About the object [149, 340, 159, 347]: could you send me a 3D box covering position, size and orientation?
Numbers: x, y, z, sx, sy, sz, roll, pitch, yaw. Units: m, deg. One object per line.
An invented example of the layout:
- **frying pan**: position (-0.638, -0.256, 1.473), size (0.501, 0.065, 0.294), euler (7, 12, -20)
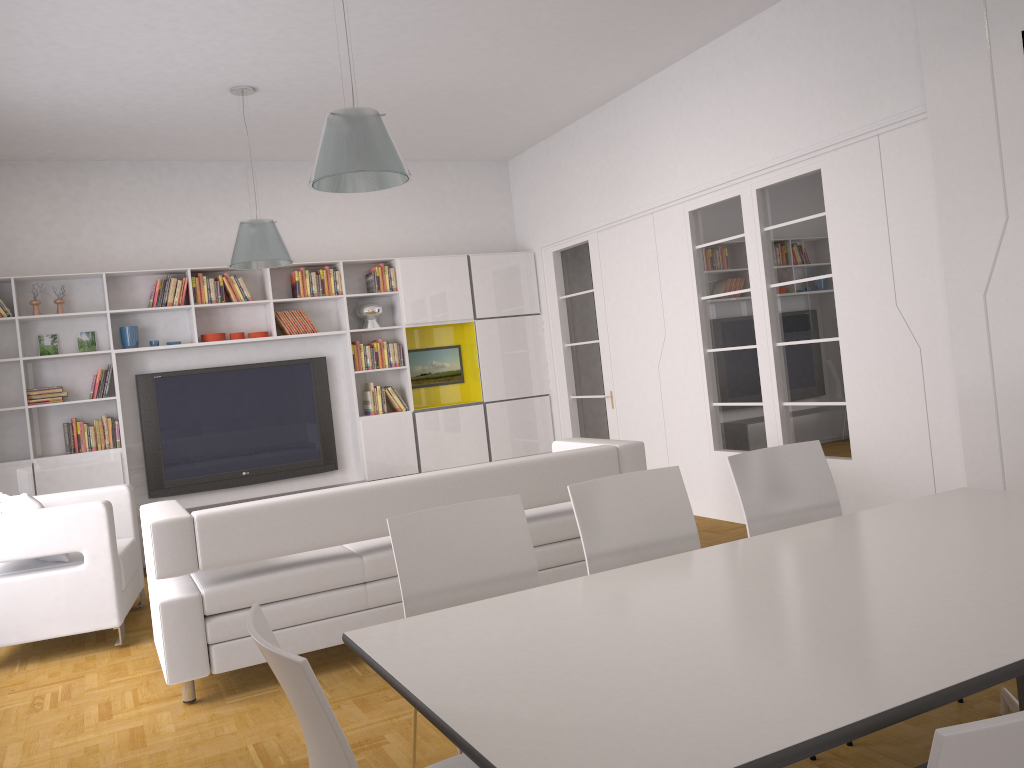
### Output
- **object**: position (-3.072, -0.342, 7.619), size (0.078, 0.056, 0.078), euler (-6, 1, 0)

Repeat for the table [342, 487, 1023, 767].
- **table**: position (0.933, 0.864, 2.298), size (2.413, 0.722, 1.210), euler (-7, 1, -26)

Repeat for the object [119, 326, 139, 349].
- **object**: position (-3.249, -0.390, 7.537), size (0.147, 0.192, 0.147), euler (-7, 1, -36)

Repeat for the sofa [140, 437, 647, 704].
- **sofa**: position (-0.550, 0.888, 4.823), size (2.625, 0.848, 0.822), euler (-7, 1, -26)

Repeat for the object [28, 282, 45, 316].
- **object**: position (-3.894, -0.687, 7.282), size (0.121, 0.279, 0.179), euler (-6, 1, -20)

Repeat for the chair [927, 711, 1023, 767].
- **chair**: position (0.627, 0.822, 1.291), size (0.561, 0.931, 0.575), euler (-6, 1, -26)

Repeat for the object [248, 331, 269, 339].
- **object**: position (-2.286, -0.436, 7.991), size (0.182, 0.054, 0.182), euler (-7, 2, -29)

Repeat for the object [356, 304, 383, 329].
- **object**: position (-1.350, -0.638, 8.463), size (0.257, 0.239, 0.257), euler (-6, 1, -18)

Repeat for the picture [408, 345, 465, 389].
- **picture**: position (-0.776, -0.171, 8.864), size (0.609, 0.388, 0.007), euler (-7, 0, -26)

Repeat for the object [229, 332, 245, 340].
- **object**: position (-2.456, -0.420, 7.930), size (0.129, 0.073, 0.129), euler (-7, 1, -29)

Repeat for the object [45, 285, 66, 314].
- **object**: position (-3.794, -0.690, 7.349), size (0.179, 0.260, 0.119), euler (-6, 0, -5)

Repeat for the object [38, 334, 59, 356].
- **object**: position (-3.856, -0.320, 7.376), size (0.144, 0.190, 0.051), euler (-7, 0, -26)

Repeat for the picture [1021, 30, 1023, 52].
- **picture**: position (2.646, -0.774, 3.794), size (0.013, 1.780, 0.786), euler (-6, 0, -26)

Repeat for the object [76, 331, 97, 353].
- **object**: position (-3.597, -0.351, 7.501), size (0.144, 0.190, 0.051), euler (-7, 0, -26)

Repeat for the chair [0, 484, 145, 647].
- **chair**: position (-2.761, 1.068, 5.427), size (0.802, 0.911, 1.096), euler (-6, 1, -16)

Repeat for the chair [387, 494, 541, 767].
- **chair**: position (-0.032, 0.858, 2.701), size (0.561, 0.931, 0.575), euler (-6, 1, -26)

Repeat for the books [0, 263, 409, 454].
- **books**: position (-2.822, -0.252, 7.739), size (3.866, 1.455, 0.235), euler (-7, 1, -26)

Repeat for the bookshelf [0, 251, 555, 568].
- **bookshelf**: position (-2.117, 0.165, 8.094), size (5.370, 2.479, 0.389), euler (-7, 1, -26)

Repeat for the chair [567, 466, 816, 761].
- **chair**: position (0.559, 0.786, 2.987), size (0.561, 0.931, 0.575), euler (-6, 1, -26)

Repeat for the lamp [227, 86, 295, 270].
- **lamp**: position (-1.843, -1.466, 6.282), size (0.465, 1.249, 0.464), euler (-6, 0, -26)

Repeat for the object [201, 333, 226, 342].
- **object**: position (-2.639, -0.404, 7.841), size (0.211, 0.073, 0.211), euler (-5, 2, 39)

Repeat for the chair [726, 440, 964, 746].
- **chair**: position (1.188, 0.710, 3.290), size (0.561, 0.931, 0.575), euler (-6, 1, -26)

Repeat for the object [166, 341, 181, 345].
- **object**: position (-2.930, -0.347, 7.687), size (0.124, 0.032, 0.123), euler (-7, 2, -40)

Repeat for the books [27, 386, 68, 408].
- **books**: position (-3.804, 0.106, 7.269), size (0.284, 0.153, 0.207), euler (-7, 1, -26)

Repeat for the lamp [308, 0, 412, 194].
- **lamp**: position (-0.748, -1.527, 3.990), size (0.465, 1.249, 0.464), euler (-6, 0, -26)

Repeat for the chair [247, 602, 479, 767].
- **chair**: position (-0.180, 0.897, 1.784), size (0.576, 0.931, 0.560), euler (-6, 1, -26)

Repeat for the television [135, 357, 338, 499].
- **television**: position (-2.446, 0.373, 7.999), size (1.661, 1.088, 0.082), euler (-7, 0, -26)

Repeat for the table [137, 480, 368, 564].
- **table**: position (-2.144, 1.209, 7.595), size (1.975, 0.435, 0.437), euler (-7, 1, -26)

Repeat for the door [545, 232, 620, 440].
- **door**: position (0.696, -0.137, 8.434), size (0.139, 2.454, 1.008), euler (-6, 0, -26)
